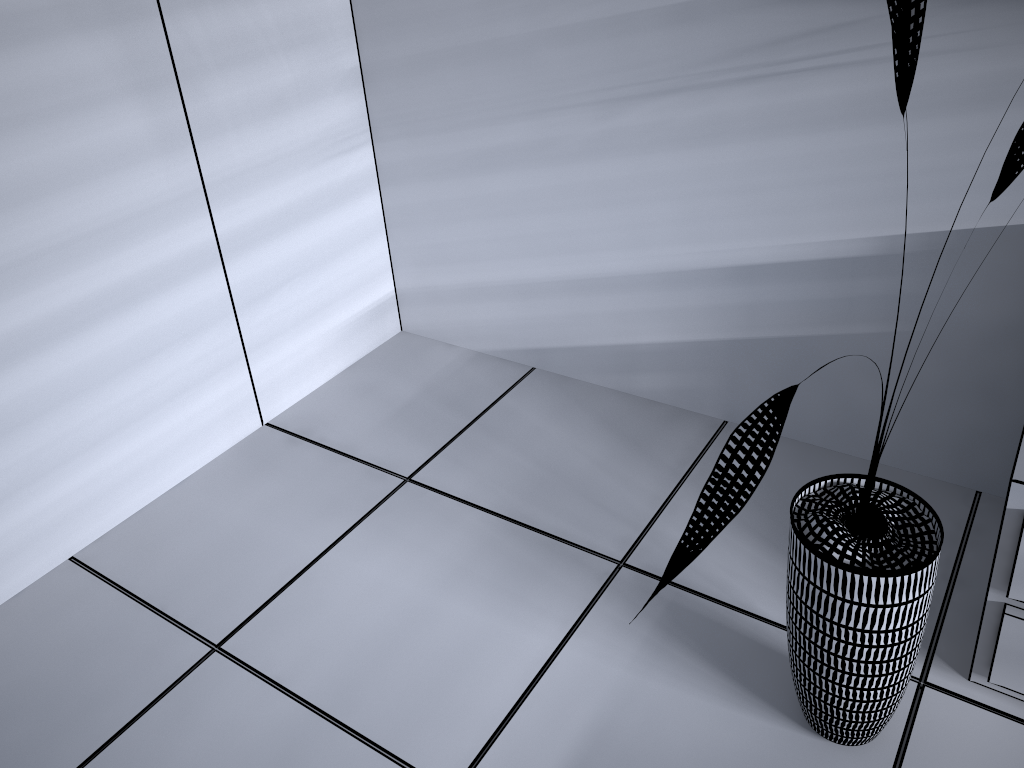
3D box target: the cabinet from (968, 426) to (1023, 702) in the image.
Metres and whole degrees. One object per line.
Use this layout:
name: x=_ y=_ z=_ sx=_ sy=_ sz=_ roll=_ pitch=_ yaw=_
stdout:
cabinet: x=1.881 y=0.488 z=1.065 sx=2.297 sy=0.430 sz=0.593 roll=16 pitch=36 yaw=32

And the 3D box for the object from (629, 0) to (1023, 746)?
object: x=0.608 y=-0.135 z=1.222 sx=1.186 sy=1.514 sz=0.259 roll=-16 pitch=29 yaw=-19
